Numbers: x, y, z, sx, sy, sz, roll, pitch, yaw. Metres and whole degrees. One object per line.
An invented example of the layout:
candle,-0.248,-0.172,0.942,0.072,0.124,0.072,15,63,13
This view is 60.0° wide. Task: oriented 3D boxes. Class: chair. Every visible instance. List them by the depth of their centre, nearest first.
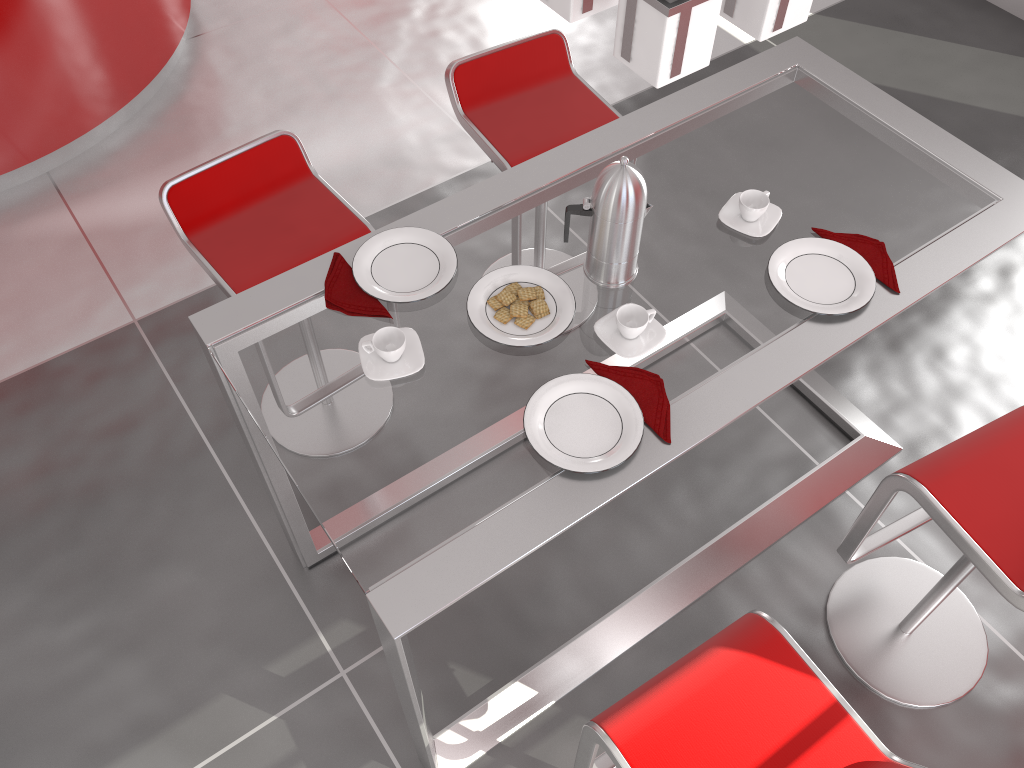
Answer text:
chair,0.411,0.818,1.758,0.418,0.857,0.460,-27,58,-19
chair,1.077,0.424,2.051,0.418,0.857,0.460,-23,57,-16
chair,-0.605,-0.208,2.519,0.418,0.857,0.460,-34,60,-22
chair,0.082,-0.590,2.803,0.418,0.857,0.460,-25,57,-18

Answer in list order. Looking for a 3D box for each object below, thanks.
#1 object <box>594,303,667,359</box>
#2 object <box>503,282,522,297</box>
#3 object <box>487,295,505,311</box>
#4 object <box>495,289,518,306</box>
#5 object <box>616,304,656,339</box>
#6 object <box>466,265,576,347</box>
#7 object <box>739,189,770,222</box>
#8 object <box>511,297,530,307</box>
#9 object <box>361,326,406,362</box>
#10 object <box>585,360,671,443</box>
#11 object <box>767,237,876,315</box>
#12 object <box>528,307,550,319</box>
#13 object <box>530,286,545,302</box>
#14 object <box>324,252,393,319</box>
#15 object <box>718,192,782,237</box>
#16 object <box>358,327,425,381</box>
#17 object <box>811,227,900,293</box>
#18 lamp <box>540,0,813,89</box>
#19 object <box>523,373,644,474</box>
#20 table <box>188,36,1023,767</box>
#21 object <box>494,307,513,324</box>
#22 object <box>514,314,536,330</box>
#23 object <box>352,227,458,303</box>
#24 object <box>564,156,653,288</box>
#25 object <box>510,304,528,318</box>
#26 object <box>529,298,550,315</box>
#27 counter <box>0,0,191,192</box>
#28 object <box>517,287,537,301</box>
object,0.228,-0.100,1.719,0.119,0.016,0.119,-32,60,-21
object,0.004,-0.189,1.786,0.036,0.006,0.034,-30,59,-20
object,-0.028,-0.163,1.767,0.036,0.006,0.034,-29,59,-20
object,-0.011,-0.173,1.766,0.036,0.006,0.034,37,62,24
object,0.236,-0.114,1.700,0.078,0.049,0.062,4,53,3
object,0.018,-0.153,1.758,0.217,0.015,0.217,2,53,1
object,0.520,-0.377,1.896,0.078,0.049,0.062,-10,54,-7
object,0.016,-0.161,1.766,0.036,0.006,0.034,-14,55,-10
object,-0.235,-0.065,1.663,0.078,0.049,0.062,-30,59,-20
object,0.243,0.010,1.639,0.095,0.012,0.234,-31,59,-21
object,0.629,-0.218,1.806,0.217,0.015,0.217,-9,54,-7
object,0.054,-0.146,1.754,0.034,0.006,0.036,-26,58,-18
object,0.048,-0.181,1.780,0.034,0.006,0.036,-11,54,-8
object,-0.336,-0.182,1.781,0.095,0.012,0.234,-29,59,-20
object,0.513,-0.362,1.914,0.119,0.016,0.119,29,59,20
object,-0.229,-0.054,1.685,0.119,0.016,0.119,-12,54,-9
object,0.744,-0.279,1.854,0.095,0.012,0.234,-31,59,-21
lamp,0.240,-0.886,0.957,0.304,1.025,0.304,-29,59,-20
object,0.128,0.071,1.591,0.217,0.015,0.217,25,57,18
table,0.284,0.036,2.249,1.700,1.000,0.800,-29,59,-20
object,-0.015,-0.135,1.746,0.034,0.006,0.036,33,60,22
object,0.025,-0.125,1.738,0.034,0.006,0.036,28,58,19
object,-0.220,-0.243,1.824,0.217,0.015,0.217,1,53,1
object,0.188,-0.318,1.711,0.149,0.287,0.113,-22,57,-16
object,0.014,-0.145,1.746,0.036,0.006,0.034,2,53,1
object,0.054,-0.153,1.752,0.034,0.006,0.036,-19,56,-14
counter,-2.384,-1.591,3.530,1.868,0.880,2.865,-1,53,-1
object,0.030,-0.180,1.772,0.036,0.006,0.034,-9,54,-7
